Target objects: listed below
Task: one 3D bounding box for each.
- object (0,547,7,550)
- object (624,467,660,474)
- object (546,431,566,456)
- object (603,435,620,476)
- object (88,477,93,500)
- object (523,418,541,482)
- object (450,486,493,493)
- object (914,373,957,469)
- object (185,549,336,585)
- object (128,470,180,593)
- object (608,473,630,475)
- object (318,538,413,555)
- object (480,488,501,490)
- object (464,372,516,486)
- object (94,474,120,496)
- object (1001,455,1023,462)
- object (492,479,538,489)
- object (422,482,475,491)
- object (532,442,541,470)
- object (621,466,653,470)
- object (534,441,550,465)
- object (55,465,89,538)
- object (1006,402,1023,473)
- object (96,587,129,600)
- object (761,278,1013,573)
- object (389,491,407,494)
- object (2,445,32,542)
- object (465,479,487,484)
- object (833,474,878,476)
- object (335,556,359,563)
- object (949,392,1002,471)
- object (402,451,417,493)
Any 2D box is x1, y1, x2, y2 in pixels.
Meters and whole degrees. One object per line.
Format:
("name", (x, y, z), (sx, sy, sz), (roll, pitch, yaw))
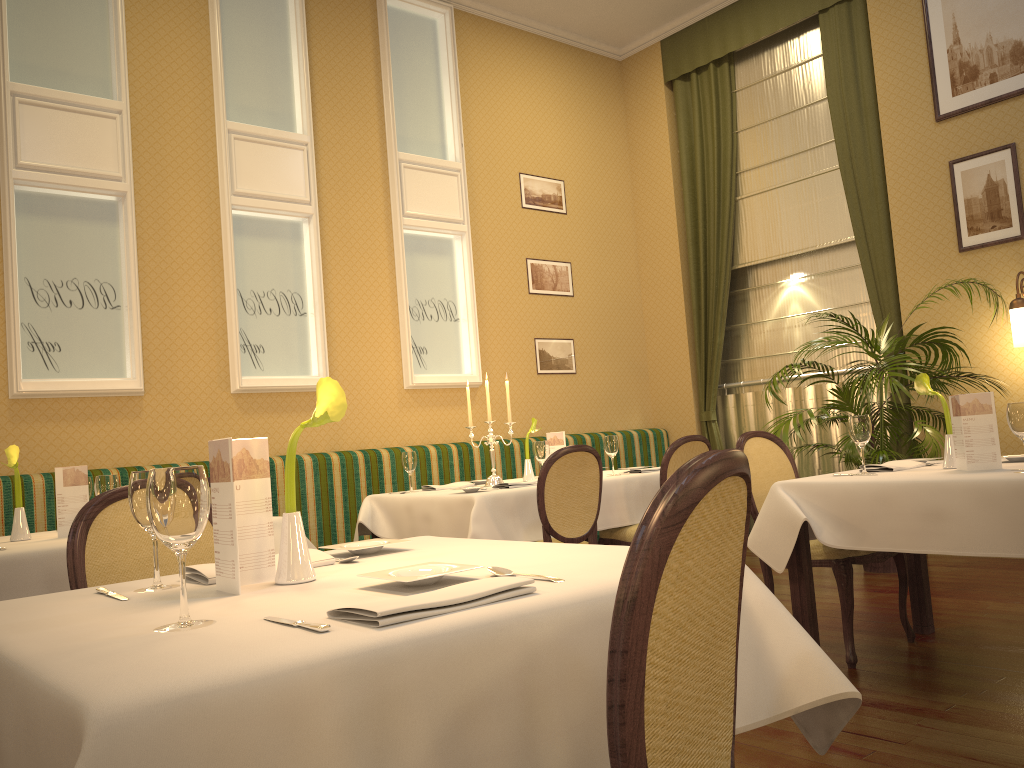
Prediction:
("object", (-1.802, 0.575, 3.112), (0.017, 0.010, 0.185), (-1, -5, -40))
("object", (0.802, 0.508, 5.229), (0.273, 0.024, 0.142), (-1, -5, -40))
("object", (0.249, 0.424, 5.226), (0.081, 0.277, 0.166), (-3, -4, -24))
("object", (0.570, 0.409, 5.054), (0.088, 0.229, 0.088), (-5, -4, 8))
("object", (-1.882, 0.524, 3.884), (0.088, 0.229, 0.088), (-5, -4, 2))
("object", (0.114, 0.387, 5.273), (0.076, 0.375, 0.163), (-7, -5, 36))
("object", (-0.203, 0.533, 4.452), (0.160, 0.024, 0.160), (-1, -5, -40))
("object", (1.647, 0.138, 3.418), (0.076, 0.375, 0.163), (-3, -4, -18))
("object", (-0.522, 0.377, 1.839), (0.273, 0.033, 0.142), (-1, -5, -40))
("object", (-0.694, 0.282, 1.722), (0.088, 0.229, 0.088), (-5, -4, 2))
("object", (0.615, 0.522, 5.156), (0.017, 0.010, 0.185), (-1, -5, -40))
("object", (-0.336, 0.379, 2.036), (0.160, 0.024, 0.160), (-1, -5, -40))
("object", (-0.115, 0.540, 4.590), (0.038, 0.015, 0.181), (-1, -5, -39))
("object", (-0.123, 0.253, 5.037), (0.131, 0.655, 0.390), (-2, -5, -34))
("object", (-1.537, 0.462, 3.374), (0.088, 0.229, 0.088), (-5, -4, 8))
("object", (1.975, 0.292, 3.458), (0.160, 0.024, 0.160), (-1, -5, -40))
("object", (0.044, 0.525, 4.655), (0.273, 0.033, 0.142), (-1, -5, -40))
("object", (-0.366, 0.587, 5.090), (0.273, 0.033, 0.142), (-1, -5, -40))
("object", (0.179, 0.479, 5.627), (0.088, 0.229, 0.088), (-5, -4, 8))
("object", (0.761, 0.524, 5.440), (0.160, 0.024, 0.160), (-1, -5, -40))
("object", (0.166, 0.424, 4.802), (0.088, 0.229, 0.088), (-5, -4, 8))
("object", (-1.725, 0.466, 3.539), (0.081, 0.277, 0.166), (-5, -4, 11))
("object", (1.674, 0.174, 2.897), (0.088, 0.229, 0.088), (-5, -4, 8))
("object", (-0.744, 0.391, 1.655), (0.017, 0.010, 0.185), (-1, -5, -39))
("object", (2.389, 0.280, 5.642), (1.496, 1.807, 1.552), (-7, -5, 30))
("object", (-0.636, 0.605, 4.937), (0.038, 0.015, 0.181), (-1, -5, -39))
("object", (-1.932, 0.426, 3.457), (0.076, 0.375, 0.163), (-3, -4, -18))
("object", (-0.191, 0.594, 5.350), (0.160, 0.024, 0.160), (-1, -5, -40))
("object", (1.316, 0.346, 3.397), (0.017, 0.010, 0.185), (-1, -5, -39))
("object", (-0.385, 0.380, 1.935), (0.038, 0.015, 0.181), (-1, -5, -39))
("object", (1.646, 0.174, 3.195), (0.081, 0.277, 0.166), (-2, -5, -34))
("object", (-0.573, 0.496, 4.998), (0.088, 0.229, 0.088), (-5, -4, 8))
